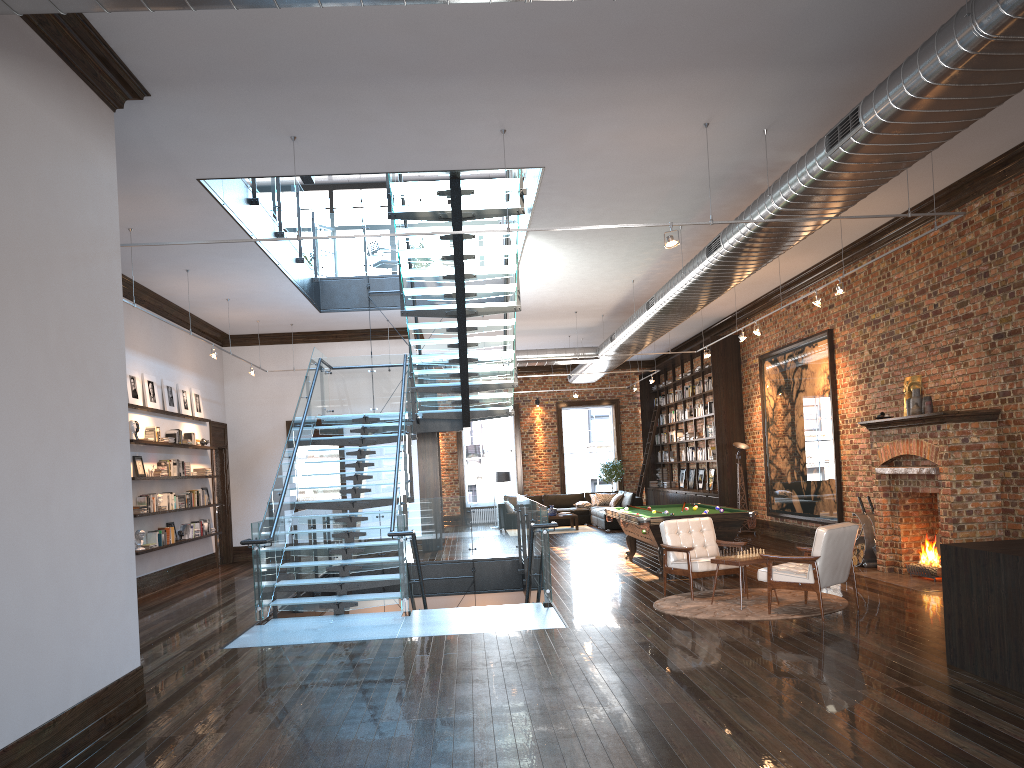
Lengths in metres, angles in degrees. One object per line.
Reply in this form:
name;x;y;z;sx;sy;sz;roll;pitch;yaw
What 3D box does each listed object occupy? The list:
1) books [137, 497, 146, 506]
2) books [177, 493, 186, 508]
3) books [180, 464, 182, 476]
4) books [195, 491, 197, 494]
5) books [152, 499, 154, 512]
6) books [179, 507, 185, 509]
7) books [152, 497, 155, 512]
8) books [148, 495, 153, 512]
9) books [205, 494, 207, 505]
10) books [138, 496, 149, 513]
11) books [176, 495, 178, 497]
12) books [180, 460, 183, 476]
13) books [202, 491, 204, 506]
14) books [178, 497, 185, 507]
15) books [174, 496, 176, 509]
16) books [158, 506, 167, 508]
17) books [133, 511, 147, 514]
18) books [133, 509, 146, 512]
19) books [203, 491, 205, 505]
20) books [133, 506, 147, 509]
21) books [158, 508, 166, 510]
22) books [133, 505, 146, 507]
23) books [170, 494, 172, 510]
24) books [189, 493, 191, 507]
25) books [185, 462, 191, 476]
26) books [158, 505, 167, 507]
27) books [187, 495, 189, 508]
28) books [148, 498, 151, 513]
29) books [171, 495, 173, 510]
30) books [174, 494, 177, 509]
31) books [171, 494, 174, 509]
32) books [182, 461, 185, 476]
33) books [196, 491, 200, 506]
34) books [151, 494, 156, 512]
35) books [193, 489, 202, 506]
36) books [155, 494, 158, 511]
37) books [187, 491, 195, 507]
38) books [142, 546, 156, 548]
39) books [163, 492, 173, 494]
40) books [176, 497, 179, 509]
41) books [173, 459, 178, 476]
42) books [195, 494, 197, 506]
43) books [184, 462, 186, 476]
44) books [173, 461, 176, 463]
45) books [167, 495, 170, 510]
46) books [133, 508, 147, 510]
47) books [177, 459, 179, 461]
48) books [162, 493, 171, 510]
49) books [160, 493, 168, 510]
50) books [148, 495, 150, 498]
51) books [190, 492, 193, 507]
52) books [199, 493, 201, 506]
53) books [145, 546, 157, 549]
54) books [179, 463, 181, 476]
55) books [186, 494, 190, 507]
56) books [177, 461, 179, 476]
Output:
books;-5.183;1.694;12.409;0.125;0.226;0.048;-3;-1;-3
books;-5.262;1.859;14.122;0.142;0.228;0.014;-3;-1;-3
books;-5.279;1.361;13.980;0.130;0.191;0.024;-3;-1;-3
books;-5.282;1.895;14.652;0.144;0.259;0.019;-3;-1;-3
books;-5.181;1.739;12.643;0.142;0.179;0.013;-3;-1;-3
books;-5.247;1.948;13.911;0.142;0.011;0.257;-3;-5;-1
books;-5.184;1.727;12.668;0.150;0.210;0.035;-3;-1;-3
books;-5.173;1.702;12.583;0.139;0.242;0.015;-3;-1;-3
books;-5.297;1.983;15.168;0.156;0.185;0.051;-3;-1;-3
books;-5.170;1.691;12.440;0.134;0.236;0.013;-3;-1;-3
books;-5.243;1.829;13.734;0.143;0.213;0.042;-3;-1;-3
books;-5.285;1.331;14.008;0.143;0.257;0.049;-3;-1;-3
books;-5.297;1.928;14.957;0.169;0.254;0.035;-3;-1;-3
books;-5.267;1.883;14.089;0.128;0.175;0.050;-3;-1;-3
books;-5.221;1.818;13.564;0.158;0.201;0.060;-3;-1;-3
books;-5.206;1.812;13.068;0.141;0.011;0.287;-3;-5;-1
books;-5.159;1.776;12.253;0.143;0.028;0.236;-3;-5;-3
books;-5.164;1.748;12.258;0.154;0.028;0.192;-2;-5;-8
books;-5.285;1.935;15.002;0.169;0.246;0.013;-3;-1;-3
books;-5.159;1.708;12.239;0.143;0.027;0.220;-3;-5;2
books;-5.201;1.844;13.068;0.142;0.011;0.257;-2;-5;-7
books;-5.165;1.689;12.257;0.135;0.014;0.216;-3;-5;-3
books;-5.220;1.782;13.382;0.153;0.239;0.010;-3;-1;-3
books;-5.277;1.886;14.397;0.115;0.229;0.025;-3;-1;-3
books;-5.295;1.386;14.412;0.142;0.224;0.012;-3;-1;-3
books;-5.203;1.801;13.069;0.141;0.011;0.289;-2;-5;-7
books;-5.249;1.877;14.153;0.163;0.197;0.029;-3;-1;-3
books;-5.169;1.713;12.495;0.156;0.202;0.013;-3;-1;-3
books;-5.218;1.796;13.426;0.150;0.218;0.028;-3;-1;-3
books;-5.244;1.817;13.662;0.142;0.224;0.012;-3;-1;-3
books;-5.210;1.790;13.447;0.170;0.234;0.012;-3;-1;-3
books;-5.274;1.344;14.044;0.169;0.237;0.021;-3;-1;-3
books;-5.273;1.901;14.717;0.161;0.258;0.019;-3;-1;-3
books;-5.197;1.715;12.759;0.130;0.252;0.027;-3;-1;-3
books;-5.292;1.911;14.926;0.145;0.281;0.006;-3;-1;-3
books;-5.201;1.722;12.824;0.141;0.251;0.012;-3;-1;-3
books;-5.279;1.889;14.577;0.128;0.259;0.035;-3;-1;-3
books;-5.156;2.310;12.572;0.142;0.011;0.256;-3;-5;-2
books;-5.219;1.776;13.458;0.157;0.265;0.011;-3;-1;-3
books;-5.230;1.841;13.716;0.138;0.184;0.053;-3;-1;-3
books;-5.266;1.302;13.739;0.158;0.262;0.026;-3;-1;-3
books;-5.282;1.921;14.634;0.159;0.204;0.015;-3;-1;-3
books;-5.271;1.359;14.100;0.156;0.218;0.013;-3;-1;-3
books;-5.264;1.310;13.686;0.150;0.235;0.026;-3;-1;-3
books;-5.204;1.779;13.256;0.154;0.218;0.030;-3;-1;-3
books;-5.159;1.728;12.252;0.159;0.011;0.184;-3;-5;-3
books;-5.273;1.309;13.825;0.158;0.265;0.011;-3;-1;-3
books;-5.210;1.769;13.323;0.147;0.252;0.012;-3;-1;-3
books;-5.208;1.760;13.225;0.141;0.251;0.012;-3;-1;-3
books;-5.177;1.697;12.520;0.128;0.240;0.012;-3;-1;-3
books;-5.274;1.887;14.441;0.136;0.235;0.014;-3;-1;-3
books;-5.273;1.929;14.771;0.166;0.213;0.027;-3;-1;-3
books;-5.151;2.320;12.572;0.141;0.011;0.288;-3;-5;-1
books;-5.271;1.345;13.913;0.135;0.209;0.066;-3;-1;-3
books;-5.245;1.872;14.203;0.164;0.216;0.012;-3;-1;-3
books;-5.261;1.319;13.778;0.163;0.234;0.025;-3;-1;-3
